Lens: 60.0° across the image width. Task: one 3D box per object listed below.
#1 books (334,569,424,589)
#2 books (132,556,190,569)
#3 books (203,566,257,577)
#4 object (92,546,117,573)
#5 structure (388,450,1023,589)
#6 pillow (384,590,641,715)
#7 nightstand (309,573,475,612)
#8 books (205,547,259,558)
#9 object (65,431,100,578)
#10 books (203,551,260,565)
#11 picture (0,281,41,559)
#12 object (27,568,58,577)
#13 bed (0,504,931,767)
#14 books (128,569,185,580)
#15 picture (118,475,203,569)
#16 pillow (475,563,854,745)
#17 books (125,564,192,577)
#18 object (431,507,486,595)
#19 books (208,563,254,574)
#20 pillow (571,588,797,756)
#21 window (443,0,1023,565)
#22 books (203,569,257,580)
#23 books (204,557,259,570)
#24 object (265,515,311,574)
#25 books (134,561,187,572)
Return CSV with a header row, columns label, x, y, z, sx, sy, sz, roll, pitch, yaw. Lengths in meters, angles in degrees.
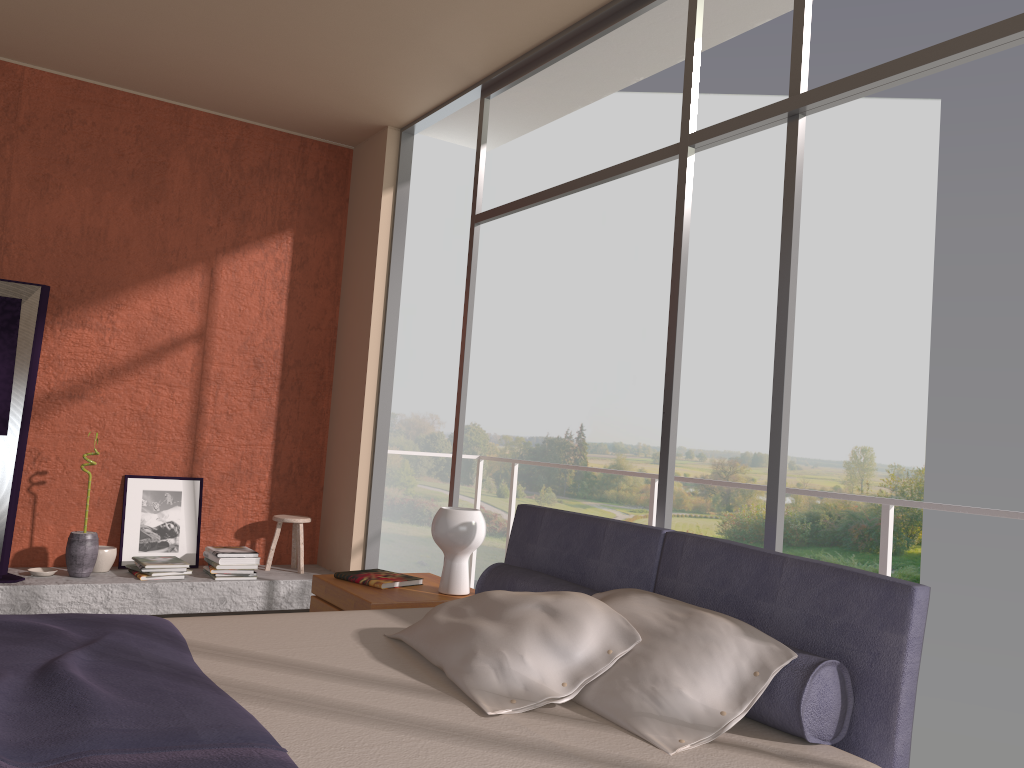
label,x,y,z,sx,sy,sz,roll,pitch,yaw
books,-0.560,0.820,3.738,0.287,0.025,0.247,1,-5,39
books,-2.036,1.032,5.138,0.247,0.018,0.328,7,-5,-35
books,-1.694,1.123,5.328,0.247,0.018,0.287,7,-4,-32
object,-2.390,1.016,5.134,0.179,0.137,0.180,6,-4,-19
structure,1.498,0.895,2.596,0.728,1.005,7.689,7,-4,-32
pillow,-0.034,0.697,2.484,0.431,0.264,0.869,6,-4,-24
nightstand,-0.470,1.114,3.657,0.562,0.556,0.628,7,-4,-32
books,-1.686,1.011,5.335,0.247,0.025,0.287,7,-4,-32
object,-2.372,0.667,4.951,0.165,0.810,0.165,5,-4,-9
books,-1.685,1.042,5.328,0.247,0.038,0.319,7,-5,-35
picture,-3.059,0.161,4.420,1.129,1.496,0.126,7,-4,-32
object,-2.583,1.042,4.877,0.152,0.040,0.152,4,-4,3
bed,-0.554,0.809,2.069,2.462,0.959,2.017,7,-4,-32
books,-2.054,1.096,5.127,0.247,0.025,0.287,7,-5,-35
picture,-2.138,0.843,5.417,0.458,0.550,0.117,7,-4,-32
pillow,0.336,0.734,2.616,0.205,0.201,1.470,7,-4,-32
books,-2.046,1.075,5.142,0.328,0.018,0.247,1,-5,42
object,-0.223,0.677,3.606,0.224,0.338,0.224,6,-4,-20
books,-1.682,1.101,5.307,0.247,0.025,0.287,6,-4,-21
pillow,0.313,0.700,2.280,0.400,0.265,0.791,6,-4,-29
window,1.337,-0.126,2.284,0.075,3.133,6.106,7,-4,-32
books,-1.692,1.141,5.322,0.247,0.018,0.328,6,-4,-30
books,-1.687,1.074,5.326,0.247,0.027,0.328,6,-4,-30
object,-1.408,1.024,5.669,0.260,0.349,0.257,2,-4,27
books,-2.034,1.053,5.133,0.247,0.025,0.287,6,-4,-30
